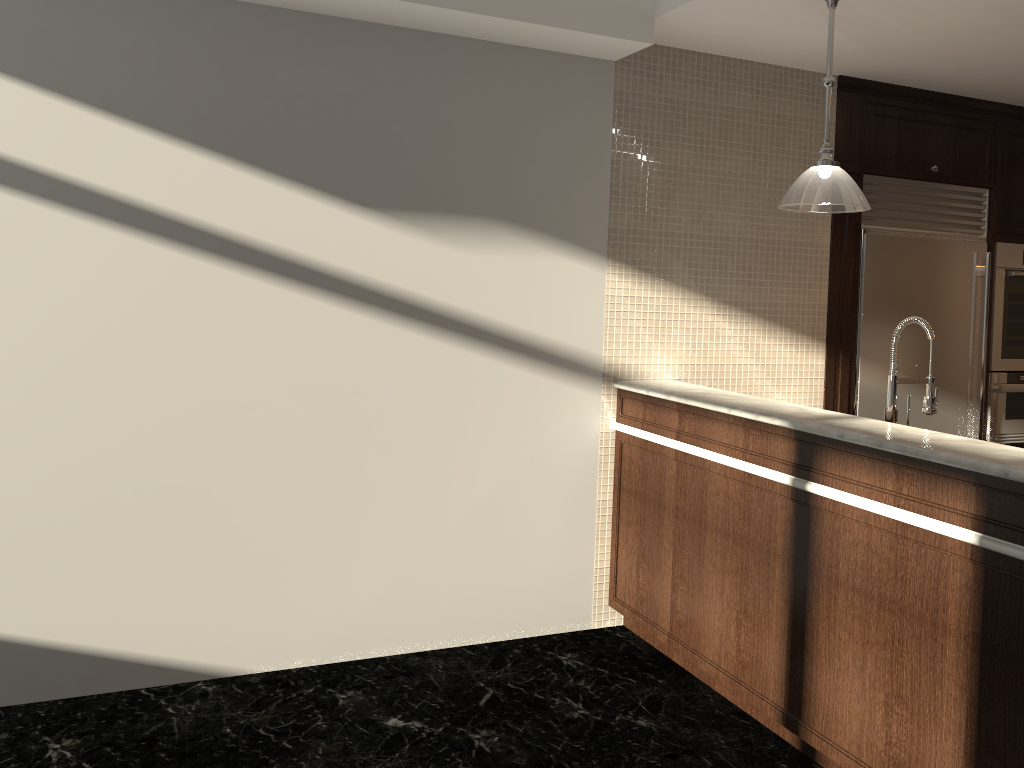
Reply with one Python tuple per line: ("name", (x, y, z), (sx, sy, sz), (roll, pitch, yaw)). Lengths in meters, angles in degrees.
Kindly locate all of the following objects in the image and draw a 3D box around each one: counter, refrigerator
("counter", (1.487, 0.343, 2.798), (1.053, 0.032, 2.885), (0, 7, -23))
("refrigerator", (2.032, -0.026, 4.890), (0.889, 2.119, 0.689), (2, 1, -24))
("counter", (1.164, 0.163, 2.645), (0.327, 0.032, 2.871), (0, 7, -23))

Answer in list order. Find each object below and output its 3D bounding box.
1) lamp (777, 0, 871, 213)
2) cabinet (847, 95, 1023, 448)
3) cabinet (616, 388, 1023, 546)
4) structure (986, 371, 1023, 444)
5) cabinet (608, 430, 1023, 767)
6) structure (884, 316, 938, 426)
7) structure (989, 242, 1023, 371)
("lamp", (1.129, -1.016, 3.153), (0.317, 0.782, 0.318), (2, 2, -9))
("cabinet", (2.421, -0.274, 5.047), (1.841, 2.419, 0.759), (1, 2, -23))
("cabinet", (1.157, 0.253, 2.656), (0.292, 0.152, 2.852), (0, 6, -23))
("structure", (2.834, 0.096, 5.246), (0.762, 0.388, 0.669), (0, 5, -23))
("cabinet", (1.474, 0.784, 2.802), (1.025, 0.910, 2.864), (1, 6, -23))
("structure", (1.406, 0.027, 3.101), (0.243, 0.530, 0.051), (2, 1, -24))
("structure", (2.874, -0.454, 5.197), (0.757, 0.700, 0.616), (1, 3, -23))
